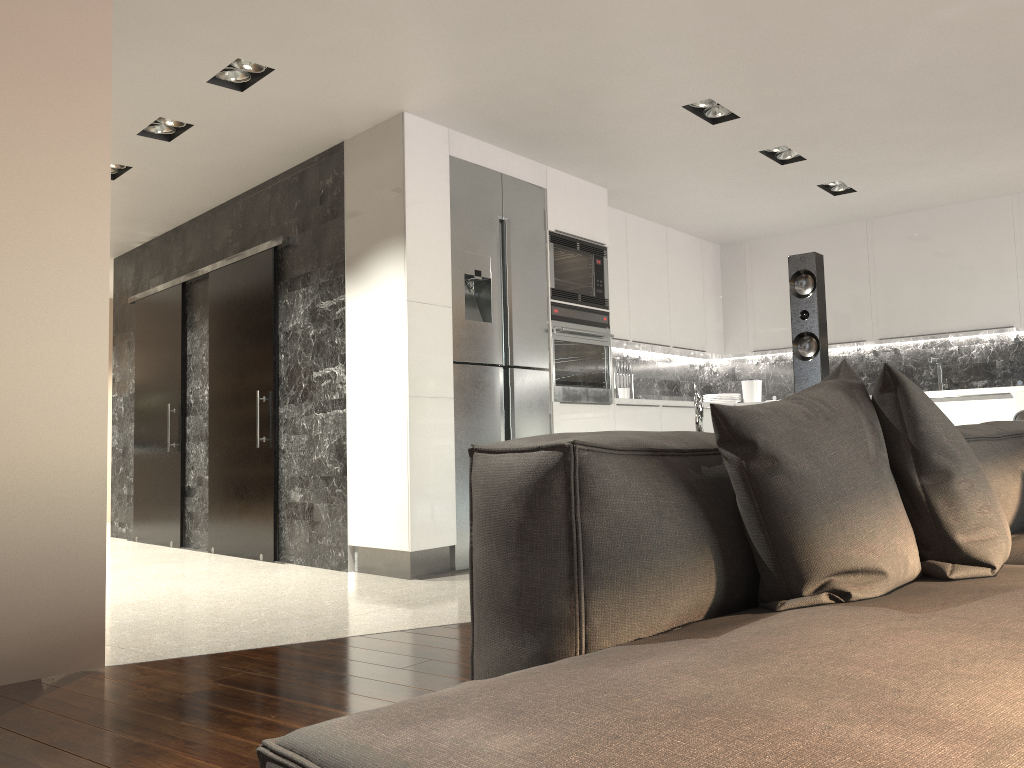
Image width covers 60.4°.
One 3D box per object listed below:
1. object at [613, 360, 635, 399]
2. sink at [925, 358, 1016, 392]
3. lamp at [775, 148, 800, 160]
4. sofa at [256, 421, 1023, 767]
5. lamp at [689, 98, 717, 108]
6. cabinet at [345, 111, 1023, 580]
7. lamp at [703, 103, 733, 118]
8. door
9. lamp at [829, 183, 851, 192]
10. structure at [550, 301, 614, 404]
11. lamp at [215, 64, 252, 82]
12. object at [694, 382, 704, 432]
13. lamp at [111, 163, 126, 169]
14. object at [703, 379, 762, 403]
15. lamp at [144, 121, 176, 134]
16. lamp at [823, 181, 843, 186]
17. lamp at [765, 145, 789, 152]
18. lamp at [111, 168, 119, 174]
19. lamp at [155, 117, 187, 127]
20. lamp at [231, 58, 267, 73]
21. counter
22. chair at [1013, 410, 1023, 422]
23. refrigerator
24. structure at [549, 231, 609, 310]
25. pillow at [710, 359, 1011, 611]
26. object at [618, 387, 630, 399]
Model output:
[{"bbox_3d":[0.883,-0.017,6.983,0.057,0.336,0.307,-6,-6,42],"label":"object"},{"bbox_3d":[3.514,0.041,6.954,1.093,0.521,0.536,-5,-6,37],"label":"sink"},{"bbox_3d":[1.813,-1.518,5.771,0.171,0.077,0.183,-3,-5,21],"label":"lamp"},{"bbox_3d":[1.338,0.362,1.215,2.885,0.704,2.350,2,-6,-42],"label":"sofa"},{"bbox_3d":[1.050,-1.563,4.830,0.167,0.077,0.186,-5,-5,38],"label":"lamp"},{"bbox_3d":[3.072,-0.327,4.840,6.558,2.502,4.683,-5,-5,38],"label":"cabinet"},{"bbox_3d":[1.170,-1.556,4.978,0.171,0.077,0.183,-3,-5,21],"label":"lamp"},{"bbox_3d":[-2.332,0.187,6.492,0.136,2.057,2.692,3,-6,-43],"label":"door"},{"bbox_3d":[2.455,-1.481,6.560,0.174,0.077,0.179,-2,-4,9],"label":"lamp"},{"bbox_3d":[0.281,-0.180,6.073,0.616,0.651,0.700,-5,-6,38],"label":"structure"},{"bbox_3d":[-1.369,-1.523,4.305,0.179,0.077,0.174,-1,-4,-6],"label":"lamp"},{"bbox_3d":[0.551,0.138,2.627,0.281,0.288,0.288,-2,-4,8],"label":"object"},{"bbox_3d":[-2.503,-1.399,5.511,0.167,0.077,0.186,-5,-6,41],"label":"lamp"},{"bbox_3d":[2.019,0.082,8.138,0.375,0.234,0.521,2,-6,-43],"label":"object"},{"bbox_3d":[-1.996,-1.454,4.970,0.179,0.077,0.174,-1,-4,-6],"label":"lamp"},{"bbox_3d":[2.335,-1.488,6.412,0.173,0.077,0.181,-3,-4,14],"label":"lamp"},{"bbox_3d":[1.693,-1.525,5.623,0.167,0.077,0.186,-5,-5,38],"label":"lamp"},{"bbox_3d":[-2.618,-1.386,5.634,0.186,0.077,0.167,2,-6,-42],"label":"lamp"},{"bbox_3d":[-1.880,-1.467,4.847,0.180,0.077,0.174,-1,-4,-7],"label":"lamp"},{"bbox_3d":[-1.254,-1.536,4.182,0.180,0.077,0.174,-1,-4,-7],"label":"lamp"},{"bbox_3d":[2.571,0.072,6.359,3.819,0.041,2.834,-5,-5,38],"label":"counter"},{"bbox_3d":[3.214,0.550,5.222,0.408,0.800,0.442,-5,-6,38],"label":"chair"},{"bbox_3d":[-0.253,-0.098,5.433,0.553,2.344,0.919,-5,-6,38],"label":"refrigerator"},{"bbox_3d":[0.232,-0.740,6.144,0.580,0.450,0.695,-5,-5,38],"label":"structure"},{"bbox_3d":[1.389,0.156,1.889,2.110,0.431,1.051,-2,-4,-1],"label":"pillow"},{"bbox_3d":[0.871,0.082,6.832,0.093,0.117,0.091,-1,-4,-3],"label":"object"}]
